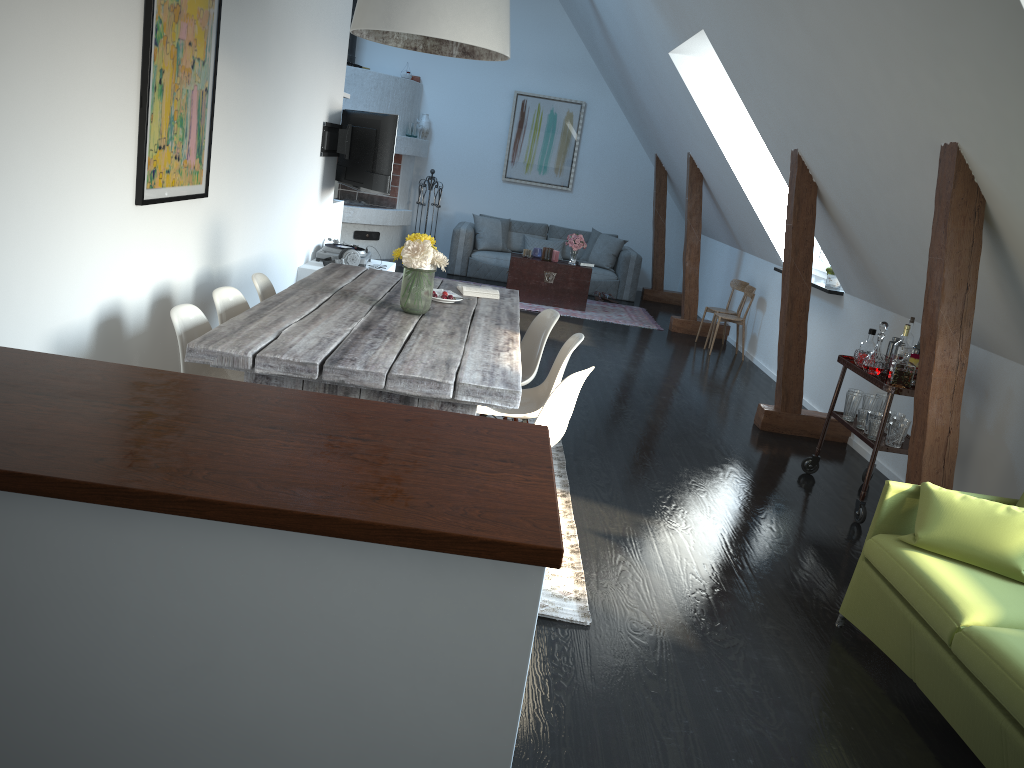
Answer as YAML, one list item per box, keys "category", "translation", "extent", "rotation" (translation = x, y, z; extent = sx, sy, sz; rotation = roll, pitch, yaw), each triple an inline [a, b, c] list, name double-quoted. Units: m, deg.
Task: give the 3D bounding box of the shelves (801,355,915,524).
- category: "shelves"
  translation: [2.008, 0.301, 4.842]
  extent: [0.438, 0.732, 0.803]
  rotation: [7, 14, -6]

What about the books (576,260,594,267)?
- category: "books"
  translation: [0.810, -1.382, 10.142]
  extent: [0.179, 0.034, 0.243]
  rotation: [3, 15, -23]

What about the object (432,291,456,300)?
- category: "object"
  translation: [-0.366, -0.452, 4.534]
  extent: [0.132, 0.034, 0.144]
  rotation: [1, 16, -29]

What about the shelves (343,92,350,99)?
- category: "shelves"
  translation: [-2.235, -2.616, 7.638]
  extent: [1.604, 0.038, 0.478]
  rotation: [8, 14, -2]

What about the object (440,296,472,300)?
- category: "object"
  translation: [-0.299, -0.445, 4.553]
  extent: [0.194, 0.022, 0.019]
  rotation: [12, 15, 13]

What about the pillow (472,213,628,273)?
- category: "pillow"
  translation: [0.478, -1.860, 11.600]
  extent: [2.075, 0.515, 0.444]
  rotation: [8, 14, -2]

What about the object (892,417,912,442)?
- category: "object"
  translation: [2.055, 0.242, 4.706]
  extent: [0.095, 0.119, 0.095]
  rotation: [-3, 18, -39]

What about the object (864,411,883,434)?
- category: "object"
  translation: [1.938, 0.213, 4.750]
  extent: [0.095, 0.119, 0.095]
  rotation: [-3, 18, -39]

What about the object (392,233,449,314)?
- category: "object"
  translation: [-0.430, -0.506, 4.051]
  extent: [0.233, 0.365, 0.293]
  rotation: [0, 16, -30]

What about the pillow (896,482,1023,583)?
- category: "pillow"
  translation: [1.701, 0.461, 3.038]
  extent: [0.600, 0.387, 0.475]
  rotation: [8, 14, -5]

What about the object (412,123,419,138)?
- category: "object"
  translation: [-1.277, -3.323, 11.633]
  extent: [0.092, 0.180, 0.092]
  rotation: [14, 15, 20]

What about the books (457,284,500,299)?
- category: "books"
  translation: [-0.189, -0.525, 4.944]
  extent: [0.202, 0.042, 0.251]
  rotation: [5, 15, -13]

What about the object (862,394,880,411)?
- category: "object"
  translation: [2.014, 0.140, 5.010]
  extent: [0.087, 0.155, 0.087]
  rotation: [1, 16, -28]

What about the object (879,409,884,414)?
- category: "object"
  translation: [2.076, 0.199, 4.930]
  extent: [0.092, 0.099, 0.092]
  rotation: [3, 15, -24]

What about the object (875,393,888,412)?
- category: "object"
  translation: [2.115, 0.137, 5.085]
  extent: [0.087, 0.155, 0.087]
  rotation: [1, 16, -28]

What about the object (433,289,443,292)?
- category: "object"
  translation: [-0.456, -0.502, 4.735]
  extent: [0.182, 0.016, 0.179]
  rotation: [7, 14, -7]

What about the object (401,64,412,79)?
- category: "object"
  translation: [-1.371, -4.083, 11.560]
  extent: [0.066, 0.221, 0.231]
  rotation: [16, 16, 27]

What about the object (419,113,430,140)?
- category: "object"
  translation: [-1.185, -3.448, 11.937]
  extent: [0.165, 0.368, 0.165]
  rotation: [1, 16, -29]

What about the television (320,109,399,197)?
- category: "television"
  translation: [-1.431, -1.931, 7.257]
  extent: [0.537, 0.652, 1.005]
  rotation: [-1, 17, -35]

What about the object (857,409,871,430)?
- category: "object"
  translation: [1.931, 0.196, 4.857]
  extent: [0.092, 0.099, 0.092]
  rotation: [3, 15, -24]

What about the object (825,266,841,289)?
- category: "object"
  translation: [2.460, -0.983, 6.812]
  extent: [0.309, 0.461, 0.131]
  rotation: [13, 15, 16]

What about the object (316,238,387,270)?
- category: "object"
  translation: [-1.299, -1.054, 7.233]
  extent: [0.558, 0.162, 0.742]
  rotation: [8, 14, -5]

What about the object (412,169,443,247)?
- category: "object"
  translation: [-1.152, -2.285, 12.039]
  extent: [0.376, 1.245, 0.376]
  rotation: [3, 15, -21]

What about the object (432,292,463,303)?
- category: "object"
  translation: [-0.355, -0.441, 4.548]
  extent: [0.205, 0.024, 0.205]
  rotation: [6, 14, -10]

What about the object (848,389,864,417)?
- category: "object"
  translation: [1.954, 0.112, 5.083]
  extent: [0.087, 0.155, 0.087]
  rotation: [1, 16, -28]

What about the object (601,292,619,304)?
- category: "object"
  translation: [1.238, -1.083, 11.114]
  extent: [0.101, 0.090, 0.277]
  rotation: [-5, 20, -44]

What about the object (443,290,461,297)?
- category: "object"
  translation: [-0.374, -0.485, 4.723]
  extent: [0.182, 0.014, 0.185]
  rotation: [1, 16, -27]

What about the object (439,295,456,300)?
- category: "object"
  translation: [-0.337, -0.443, 4.549]
  extent: [0.110, 0.011, 0.058]
  rotation: [9, 14, 2]

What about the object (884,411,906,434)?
- category: "object"
  translation: [2.078, 0.216, 4.823]
  extent: [0.095, 0.119, 0.095]
  rotation: [-3, 18, -39]

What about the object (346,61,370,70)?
- category: "object"
  translation: [-2.102, -3.930, 10.784]
  extent: [0.783, 0.094, 0.311]
  rotation: [5, 15, -16]

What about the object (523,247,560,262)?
- category: "object"
  translation: [0.340, -1.487, 10.063]
  extent: [0.413, 0.138, 0.215]
  rotation: [11, 14, 9]

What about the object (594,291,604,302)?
- category: "object"
  translation: [1.082, -1.097, 11.076]
  extent: [0.101, 0.090, 0.277]
  rotation: [5, 15, -13]

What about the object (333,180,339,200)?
- category: "object"
  translation: [-1.805, -1.760, 7.891]
  extent: [0.435, 0.211, 0.496]
  rotation: [8, 14, -2]

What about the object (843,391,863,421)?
- category: "object"
  translation: [1.911, 0.128, 4.994]
  extent: [0.087, 0.155, 0.087]
  rotation: [1, 16, -28]

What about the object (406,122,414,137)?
- category: "object"
  translation: [-1.323, -3.292, 11.481]
  extent: [0.092, 0.180, 0.092]
  rotation: [16, 16, 25]

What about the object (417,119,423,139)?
- category: "object"
  translation: [-1.230, -3.389, 11.766]
  extent: [0.081, 0.258, 0.150]
  rotation: [17, 16, 31]
